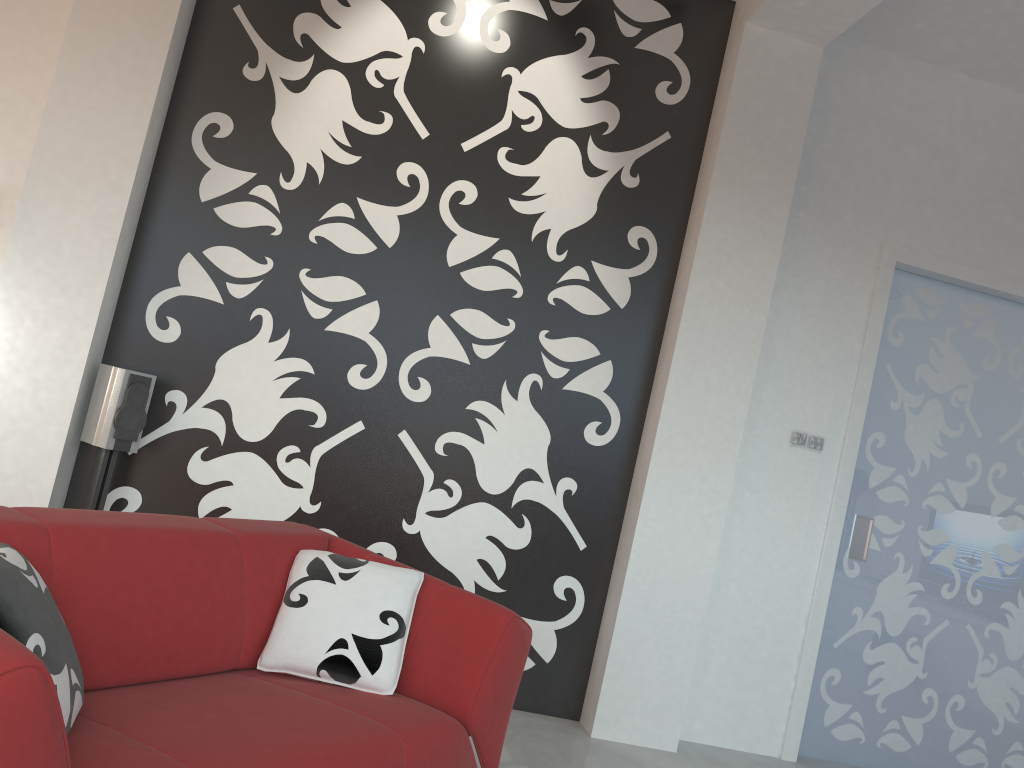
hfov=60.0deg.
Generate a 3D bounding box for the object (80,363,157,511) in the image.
[{"bbox_3d":[-1.698,0.482,3.602,0.229,1.112,0.214,10,-5,36],"label":"object"}]

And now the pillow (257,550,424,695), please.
[{"bbox_3d":[-0.499,0.697,2.635,0.402,0.343,0.288,13,-4,-1],"label":"pillow"}]

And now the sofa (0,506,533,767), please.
[{"bbox_3d":[-0.791,0.779,2.182,0.951,0.738,1.929,10,-5,31],"label":"sofa"}]

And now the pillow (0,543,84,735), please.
[{"bbox_3d":[-0.994,0.522,1.786,0.288,0.343,0.402,14,-4,-16],"label":"pillow"}]

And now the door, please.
[{"bbox_3d":[2.307,0.726,4.525,1.600,2.550,0.240,14,-4,-9],"label":"door"}]

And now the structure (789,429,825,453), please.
[{"bbox_3d":[1.429,0.276,4.284,0.170,0.080,0.016,14,-4,-9],"label":"structure"}]
